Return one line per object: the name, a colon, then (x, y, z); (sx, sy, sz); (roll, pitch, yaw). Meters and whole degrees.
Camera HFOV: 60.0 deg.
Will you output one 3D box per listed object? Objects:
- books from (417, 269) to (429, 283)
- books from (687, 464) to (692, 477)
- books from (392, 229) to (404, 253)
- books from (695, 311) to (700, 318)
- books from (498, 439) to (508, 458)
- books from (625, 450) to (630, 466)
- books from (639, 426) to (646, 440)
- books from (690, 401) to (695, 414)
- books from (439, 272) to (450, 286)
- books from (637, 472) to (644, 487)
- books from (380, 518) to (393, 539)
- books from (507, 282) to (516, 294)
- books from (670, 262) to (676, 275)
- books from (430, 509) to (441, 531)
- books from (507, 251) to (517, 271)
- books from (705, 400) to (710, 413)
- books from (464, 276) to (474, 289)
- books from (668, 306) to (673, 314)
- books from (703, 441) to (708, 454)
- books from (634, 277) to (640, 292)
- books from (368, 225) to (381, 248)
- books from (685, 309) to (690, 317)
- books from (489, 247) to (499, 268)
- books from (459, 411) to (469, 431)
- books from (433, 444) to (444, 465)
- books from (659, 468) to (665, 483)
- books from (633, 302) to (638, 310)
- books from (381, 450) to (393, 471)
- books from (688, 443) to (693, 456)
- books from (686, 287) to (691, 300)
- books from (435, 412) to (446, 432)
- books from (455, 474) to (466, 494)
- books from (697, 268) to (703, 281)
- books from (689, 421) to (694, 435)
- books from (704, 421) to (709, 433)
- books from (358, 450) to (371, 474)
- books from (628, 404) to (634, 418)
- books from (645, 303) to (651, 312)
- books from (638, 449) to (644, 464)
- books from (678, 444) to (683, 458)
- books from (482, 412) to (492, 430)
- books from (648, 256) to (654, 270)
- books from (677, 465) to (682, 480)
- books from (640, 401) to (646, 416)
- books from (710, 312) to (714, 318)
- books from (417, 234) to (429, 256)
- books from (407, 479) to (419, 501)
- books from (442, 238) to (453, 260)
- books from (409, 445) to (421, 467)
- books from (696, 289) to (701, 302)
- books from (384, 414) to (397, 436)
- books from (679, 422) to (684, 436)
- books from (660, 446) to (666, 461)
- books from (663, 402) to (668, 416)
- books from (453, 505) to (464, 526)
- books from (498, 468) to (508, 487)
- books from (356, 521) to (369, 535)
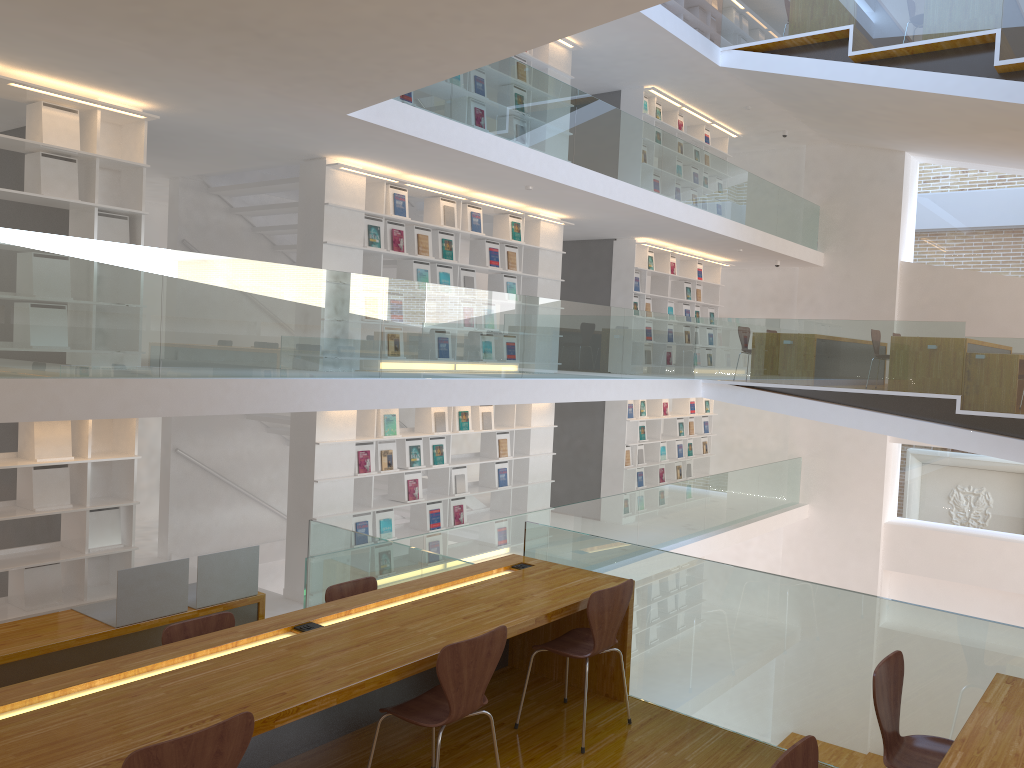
books: (-0.864, -1.011, 8.624); (0.037, 0.210, 0.145); (4, 3, 37)
books: (2.749, 1.350, 13.777); (0.037, 0.210, 0.145); (4, 3, 37)
books: (-1.069, -1.343, 8.322); (0.037, 0.210, 0.145); (4, 3, 37)
books: (2.860, -1.023, 13.684); (0.037, 0.210, 0.145); (4, 3, 37)
books: (-0.098, 0.716, 9.824); (0.037, 0.210, 0.145); (4, 3, 37)
books: (1.583, 1.020, 12.197); (0.037, 0.210, 0.145); (4, 3, 37)
books: (1.839, 0.698, 12.500); (0.037, 0.210, 0.145); (4, 3, 37)
books: (2.801, 0.375, 13.752); (0.037, 0.210, 0.145); (4, 3, 37)
books: (-0.672, -1.014, 8.885); (0.037, 0.210, 0.145); (4, 3, 37)
books: (1.814, 1.348, 12.533); (0.037, 0.210, 0.145); (4, 3, 37)
books: (-1.195, 1.388, 8.427); (0.037, 0.210, 0.145); (4, 3, 37)
books: (-0.004, -1.016, 9.768); (0.037, 0.210, 0.145); (4, 3, 37)
books: (2.350, -1.670, 12.945); (0.037, 0.210, 0.145); (4, 3, 37)
books: (-0.778, 1.376, 8.985); (0.037, 0.210, 0.145); (4, 3, 37)
books: (0.000, -1.347, 9.745); (0.037, 0.210, 0.145); (4, 3, 37)
books: (3.124, 0.368, 14.181); (0.037, 0.210, 0.145); (4, 3, 37)
books: (-0.441, -1.008, 9.187); (0.037, 0.210, 0.145); (4, 3, 37)
books: (2.320, -1.026, 12.971); (0.037, 0.210, 0.145); (4, 3, 37)
books: (3.098, 1.028, 14.208); (0.037, 0.210, 0.145); (4, 3, 37)
books: (1.701, -1.353, 12.108); (0.037, 0.210, 0.145); (4, 3, 37)
books: (-1.254, -1.337, 8.080); (0.037, 0.210, 0.145); (4, 3, 37)
books: (2.658, -1.022, 13.415); (0.037, 0.210, 0.145); (4, 3, 37)
books: (-0.190, -1.349, 9.492); (0.037, 0.210, 0.145); (4, 3, 37)
books: (-0.500, 0.389, 9.250); (0.037, 0.210, 0.145); (4, 3, 37)
books: (-0.743, 0.719, 8.961); (0.037, 0.210, 0.145); (4, 3, 37)
books: (2.210, 1.349, 13.064); (0.037, 0.210, 0.145); (4, 3, 37)
books: (1.681, -1.016, 12.116); (0.037, 0.210, 0.145); (4, 3, 37)
books: (-1.182, 0.733, 8.398); (0.037, 0.210, 0.145); (4, 3, 37)
books: (2.764, 1.025, 13.764); (0.037, 0.210, 0.145); (4, 3, 37)
books: (2.671, -1.358, 13.404); (0.037, 0.210, 0.145); (4, 3, 37)
books: (-0.723, 0.390, 8.954); (0.037, 0.210, 0.145); (4, 3, 37)
books: (-0.539, 1.055, 9.266); (0.037, 0.210, 0.145); (4, 3, 37)
books: (2.896, -1.673, 13.672); (0.037, 0.210, 0.145); (4, 3, 37)
books: (2.786, 0.689, 13.765); (0.037, 0.210, 0.145); (4, 3, 37)
books: (3.111, 0.704, 14.193); (0.037, 0.210, 0.145); (4, 3, 37)
books: (-1.358, 0.719, 8.148); (0.037, 0.210, 0.145); (4, 3, 37)
books: (1.625, 0.379, 12.183); (0.037, 0.210, 0.145); (4, 3, 37)
books: (1.900, -1.027, 12.412); (0.037, 0.210, 0.145); (4, 3, 37)
books: (1.814, 1.029, 12.501); (0.037, 0.210, 0.145); (4, 3, 37)
books: (2.563, 1.026, 13.496); (0.037, 0.210, 0.145); (4, 3, 37)
books: (-0.268, 0.408, 9.562); (0.037, 0.210, 0.145); (4, 3, 37)
books: (1.938, -1.683, 12.395); (0.037, 0.210, 0.145); (4, 3, 37)
books: (2.550, 1.351, 13.512); (0.037, 0.210, 0.145); (4, 3, 37)
books: (1.839, 0.344, 12.469); (0.037, 0.210, 0.145); (4, 3, 37)
books: (3.189, -1.034, 14.126); (0.037, 0.210, 0.145); (4, 3, 37)
books: (-0.861, -1.342, 8.600); (0.037, 0.210, 0.145); (4, 3, 37)
books: (-0.969, 1.042, 8.698); (0.037, 0.210, 0.145); (4, 3, 37)
books: (-0.645, -1.344, 8.882); (0.037, 0.210, 0.145); (4, 3, 37)
books: (-0.948, 0.709, 8.694); (0.037, 0.210, 0.145); (4, 3, 37)
books: (2.882, -1.359, 13.684); (0.037, 0.210, 0.145); (4, 3, 37)
books: (-1.150, 0.393, 8.385); (0.037, 0.210, 0.145); (4, 3, 37)
books: (2.576, 0.690, 13.485); (0.037, 0.210, 0.145); (4, 3, 37)
books: (2.225, 1.021, 13.051); (0.037, 0.210, 0.145); (4, 3, 37)
books: (2.255, 0.378, 13.026); (0.037, 0.210, 0.145); (4, 3, 37)
books: (-0.558, 1.375, 9.279); (0.037, 0.210, 0.145); (4, 3, 37)
books: (-0.101, 1.043, 9.848); (0.037, 0.210, 0.145); (4, 3, 37)
books: (-1.379, 1.376, 8.180); (0.037, 0.210, 0.145); (4, 3, 37)
